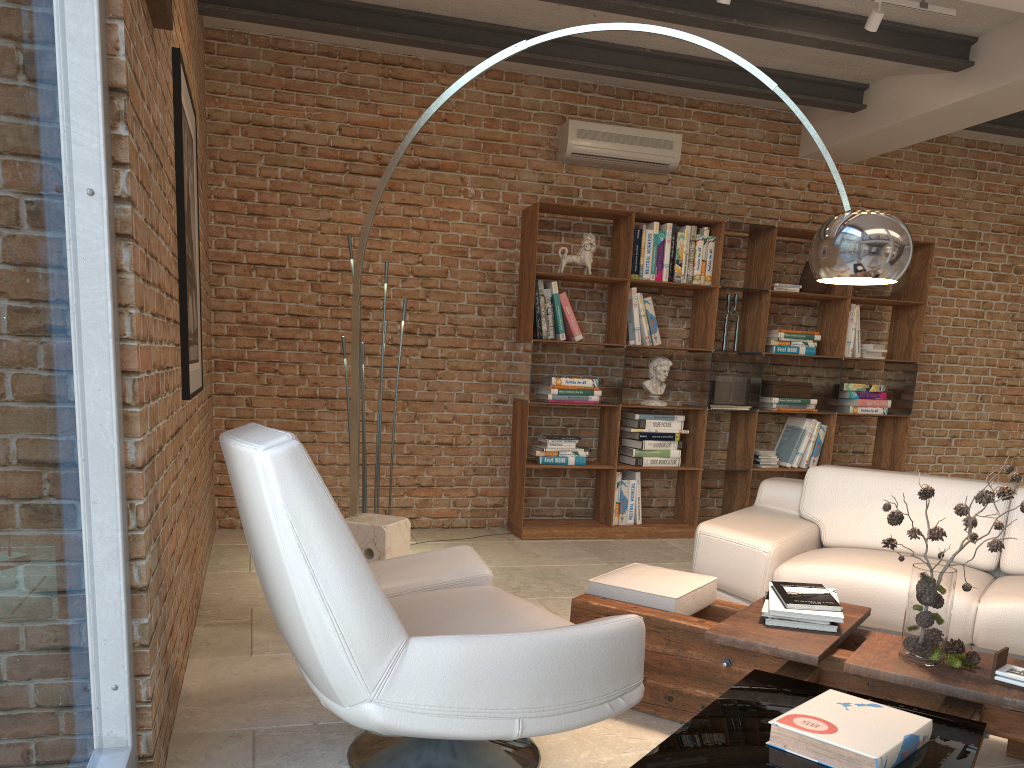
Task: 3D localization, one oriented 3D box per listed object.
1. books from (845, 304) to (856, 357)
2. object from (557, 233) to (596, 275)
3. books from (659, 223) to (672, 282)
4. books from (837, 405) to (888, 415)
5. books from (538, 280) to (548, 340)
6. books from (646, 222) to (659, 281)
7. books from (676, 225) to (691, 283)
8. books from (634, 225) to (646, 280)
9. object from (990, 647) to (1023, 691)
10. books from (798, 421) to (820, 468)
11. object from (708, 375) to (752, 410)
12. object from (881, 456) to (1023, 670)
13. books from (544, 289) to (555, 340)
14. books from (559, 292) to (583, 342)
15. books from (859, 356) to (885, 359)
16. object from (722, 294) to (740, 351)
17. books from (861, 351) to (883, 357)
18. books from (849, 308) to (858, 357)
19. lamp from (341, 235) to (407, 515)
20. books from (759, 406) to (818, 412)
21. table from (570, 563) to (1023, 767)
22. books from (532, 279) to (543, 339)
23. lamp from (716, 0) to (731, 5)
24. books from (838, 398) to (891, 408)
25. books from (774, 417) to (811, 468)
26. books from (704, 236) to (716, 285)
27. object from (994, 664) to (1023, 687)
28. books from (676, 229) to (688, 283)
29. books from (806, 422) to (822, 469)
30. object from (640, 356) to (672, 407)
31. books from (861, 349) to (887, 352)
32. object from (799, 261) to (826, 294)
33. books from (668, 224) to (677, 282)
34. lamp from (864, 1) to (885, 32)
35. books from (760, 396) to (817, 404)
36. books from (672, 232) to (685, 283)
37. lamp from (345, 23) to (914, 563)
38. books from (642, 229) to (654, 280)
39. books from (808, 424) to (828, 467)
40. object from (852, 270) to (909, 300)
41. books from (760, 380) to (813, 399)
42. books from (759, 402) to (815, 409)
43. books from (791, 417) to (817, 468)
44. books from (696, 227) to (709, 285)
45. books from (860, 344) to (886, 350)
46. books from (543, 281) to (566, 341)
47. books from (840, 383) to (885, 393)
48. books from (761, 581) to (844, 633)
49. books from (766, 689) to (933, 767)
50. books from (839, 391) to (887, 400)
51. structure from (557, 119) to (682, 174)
[{"bbox_3d":[2.443,-0.394,6.490,0.036,0.393,0.237,-1,9,-16],"label":"books"},{"bbox_3d":[0.429,-0.865,5.770,0.252,0.290,0.126,2,10,-9],"label":"object"},{"bbox_3d":[1.015,-0.887,5.978,0.036,0.393,0.237,-1,9,-16],"label":"books"},{"bbox_3d":[2.658,0.197,6.689,0.327,0.057,0.249,2,2,-14],"label":"books"},{"bbox_3d":[0.170,-0.491,5.842,0.091,0.394,0.237,-1,9,-16],"label":"books"},{"bbox_3d":[0.923,-0.891,5.957,0.036,0.393,0.237,-1,9,-16],"label":"books"},{"bbox_3d":[1.154,-0.882,6.043,0.036,0.393,0.237,-1,9,-16],"label":"books"},{"bbox_3d":[0.836,-0.881,5.948,0.021,0.368,0.264,-1,9,-16],"label":"books"},{"bbox_3d":[1.382,0.776,2.369,0.093,0.084,0.113,-3,8,-44],"label":"object"},{"bbox_3d":[2.194,0.450,6.612,0.098,0.364,0.264,-1,9,-16],"label":"books"},{"bbox_3d":[1.524,0.059,6.300,0.336,0.239,0.277,1,6,-16],"label":"object"},{"bbox_3d":[1.319,0.503,2.557,0.537,0.622,0.311,-4,12,-45],"label":"object"},{"bbox_3d":[0.213,-0.464,5.880,0.102,0.342,0.248,0,9,-16],"label":"books"},{"bbox_3d":[0.357,-0.451,5.915,0.195,0.327,0.248,0,8,-16],"label":"books"},{"bbox_3d":[2.689,-0.200,6.614,0.171,0.019,0.231,3,1,-8],"label":"books"},{"bbox_3d":[1.554,-0.435,6.181,0.121,0.409,0.060,0,12,-13],"label":"object"},{"bbox_3d":[2.687,-0.227,6.593,0.132,0.034,0.201,3,2,-6],"label":"books"},{"bbox_3d":[2.467,-0.380,6.510,0.021,0.368,0.264,-1,9,-16],"label":"books"},{"bbox_3d":[-0.814,0.122,4.999,0.196,1.868,0.412,14,15,43],"label":"lamp"},{"bbox_3d":[2.049,0.187,6.516,0.356,0.021,0.266,2,2,-18],"label":"books"},{"bbox_3d":[0.976,0.973,2.403,2.181,0.440,1.950,4,2,34],"label":"table"},{"bbox_3d":[0.136,-0.492,5.824,0.091,0.394,0.237,-1,9,-16],"label":"books"},{"bbox_3d":[0.925,-1.699,3.767,0.061,0.132,0.083,0,9,-14],"label":"lamp"},{"bbox_3d":[2.685,0.142,6.684,0.326,0.057,0.249,2,2,-21],"label":"books"},{"bbox_3d":[2.099,0.438,6.596,0.163,0.382,0.237,0,9,-16],"label":"books"},{"bbox_3d":[1.324,-0.847,6.102,0.055,0.338,0.248,-1,9,-16],"label":"books"},{"bbox_3d":[1.498,0.806,2.382,0.269,0.035,0.245,1,2,-44],"label":"object"},{"bbox_3d":[1.129,-0.869,6.025,0.021,0.368,0.264,-1,9,-16],"label":"books"},{"bbox_3d":[2.211,0.453,6.627,0.098,0.364,0.264,-1,9,-16],"label":"books"},{"bbox_3d":[1.016,-0.020,6.165,0.196,0.359,0.188,3,9,-1],"label":"object"},{"bbox_3d":[2.694,-0.253,6.594,0.171,0.019,0.231,2,1,-13],"label":"books"},{"bbox_3d":[2.170,-0.760,6.279,0.191,0.239,0.191,7,9,31],"label":"object"},{"bbox_3d":[1.048,-0.886,5.998,0.036,0.393,0.237,-1,9,-16],"label":"books"},{"bbox_3d":[1.661,-1.676,3.991,0.061,0.118,0.092,1,8,-10],"label":"lamp"},{"bbox_3d":[2.031,0.121,6.476,0.380,0.037,0.239,2,2,-18],"label":"books"},{"bbox_3d":[1.095,-0.856,6.003,0.055,0.338,0.248,-1,9,-16],"label":"books"},{"bbox_3d":[0.320,-0.050,3.229,2.020,2.413,0.311,5,11,19],"label":"lamp"},{"bbox_3d":[0.878,-0.865,5.946,0.055,0.338,0.248,-1,9,-16],"label":"books"},{"bbox_3d":[2.257,0.463,6.627,0.116,0.342,0.248,0,9,-16],"label":"books"},{"bbox_3d":[2.708,-0.733,6.482,0.435,0.224,0.429,4,4,25],"label":"object"},{"bbox_3d":[2.022,0.042,6.465,0.335,0.122,0.208,2,4,-16],"label":"books"},{"bbox_3d":[2.034,0.157,6.520,0.380,0.037,0.239,2,2,-21],"label":"books"},{"bbox_3d":[2.146,0.440,6.586,0.161,0.382,0.237,0,9,-16],"label":"books"},{"bbox_3d":[1.283,-0.876,6.067,0.036,0.393,0.237,-1,9,-16],"label":"books"},{"bbox_3d":[2.689,-0.280,6.582,0.132,0.034,0.201,2,2,-27],"label":"books"},{"bbox_3d":[0.276,-0.485,5.861,0.121,0.391,0.237,0,9,-16],"label":"books"},{"bbox_3d":[2.628,0.026,6.654,0.327,0.057,0.249,3,2,-6],"label":"books"},{"bbox_3d":[0.977,0.746,2.959,0.249,0.076,0.394,3,2,16],"label":"books"},{"bbox_3d":[0.791,0.812,2.034,0.251,0.058,0.324,5,2,44],"label":"books"},{"bbox_3d":[2.642,0.083,6.670,0.327,0.057,0.249,2,2,-16],"label":"books"},{"bbox_3d":[0.727,-1.592,5.873,0.813,0.225,0.195,2,7,-16],"label":"structure"}]
